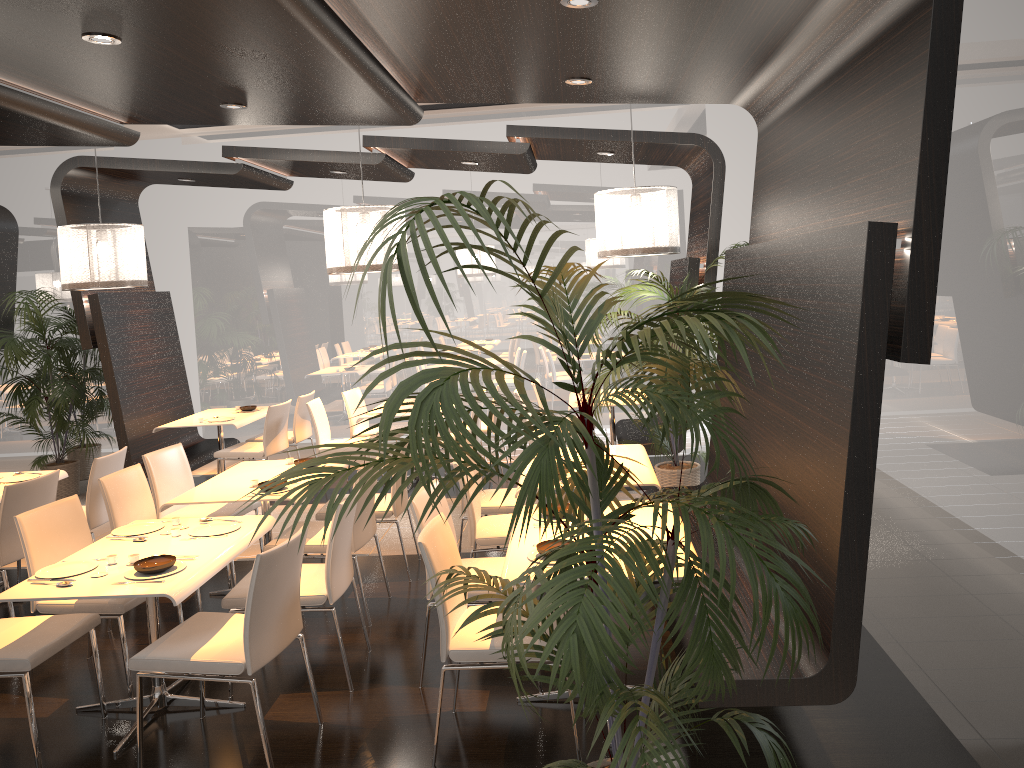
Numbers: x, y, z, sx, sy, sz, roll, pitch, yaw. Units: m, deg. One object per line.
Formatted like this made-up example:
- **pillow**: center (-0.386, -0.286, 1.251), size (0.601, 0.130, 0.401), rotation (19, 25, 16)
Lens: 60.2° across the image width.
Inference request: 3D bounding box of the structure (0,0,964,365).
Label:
- **structure**: center (-3.660, -0.836, 4.820), size (10.656, 1.731, 2.917), rotation (-3, 5, 4)

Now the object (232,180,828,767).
- **object**: center (0.207, 0.508, 2.496), size (1.511, 2.054, 1.561), rotation (-6, 5, -40)

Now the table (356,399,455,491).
- **table**: center (-0.943, 0.576, 8.455), size (0.800, 0.723, 1.153), rotation (-3, 5, 4)

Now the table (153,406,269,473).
- **table**: center (-2.823, 0.671, 8.608), size (0.800, 0.723, 1.153), rotation (-3, 5, 4)

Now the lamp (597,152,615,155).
- **lamp**: center (0.871, -2.155, 8.208), size (0.161, 0.055, 0.162), rotation (-4, 6, -1)

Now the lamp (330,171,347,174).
- **lamp**: center (-1.649, -2.026, 8.398), size (0.161, 0.055, 0.162), rotation (-4, 6, -1)

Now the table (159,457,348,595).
- **table**: center (-1.392, 0.937, 5.486), size (1.052, 0.723, 1.153), rotation (-3, 5, 4)

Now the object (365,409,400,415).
- **object**: center (-1.183, 0.246, 8.118), size (0.335, 0.038, 0.379), rotation (-4, 6, -2)

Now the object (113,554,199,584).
- **object**: center (-1.516, 0.758, 3.715), size (0.303, 0.044, 0.367), rotation (-3, 6, 3)

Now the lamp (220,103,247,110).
- **lamp**: center (-1.706, -1.716, 5.418), size (0.161, 0.050, 0.162), rotation (-2, 6, 10)

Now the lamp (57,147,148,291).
- **lamp**: center (-3.300, -1.721, 7.023), size (0.626, 1.925, 0.629), rotation (-2, 3, 32)

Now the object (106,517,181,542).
- **object**: center (-1.807, 0.709, 4.337), size (0.335, 0.038, 0.379), rotation (-4, 6, -2)

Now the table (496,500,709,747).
- **table**: center (0.397, 1.015, 3.842), size (0.800, 0.723, 1.153), rotation (-3, 5, 4)

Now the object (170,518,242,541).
- **object**: center (-1.494, 0.691, 4.331), size (0.335, 0.038, 0.378), rotation (-4, 6, -7)

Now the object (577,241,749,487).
- **object**: center (1.332, -0.046, 6.826), size (1.503, 2.054, 1.569), rotation (-2, 4, 18)

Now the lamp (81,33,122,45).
- **lamp**: center (-1.817, -1.540, 3.913), size (0.161, 0.050, 0.162), rotation (-2, 6, 10)

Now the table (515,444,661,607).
- **table**: center (0.471, 0.843, 5.331), size (0.800, 0.723, 1.153), rotation (-3, 5, 4)

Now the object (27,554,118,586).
- **object**: center (-1.851, 0.780, 3.725), size (0.335, 0.038, 0.379), rotation (-4, 6, -2)

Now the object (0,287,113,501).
- **object**: center (-4.492, 0.105, 8.571), size (1.561, 2.054, 1.511), rotation (-4, 4, -2)

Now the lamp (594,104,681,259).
- **lamp**: center (0.909, -1.936, 6.705), size (0.626, 1.925, 0.629), rotation (-2, 3, 36)

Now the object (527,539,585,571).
- **object**: center (0.210, 0.674, 3.545), size (0.303, 0.044, 0.367), rotation (-3, 6, 3)

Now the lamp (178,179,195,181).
- **lamp**: center (-3.133, -1.977, 8.509), size (0.160, 0.054, 0.161), rotation (-2, 6, 10)

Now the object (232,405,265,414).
- **object**: center (-2.667, 0.247, 8.875), size (0.303, 0.044, 0.367), rotation (-3, 6, 3)

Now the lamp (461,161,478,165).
- **lamp**: center (-0.399, -2.090, 8.304), size (0.161, 0.055, 0.162), rotation (-4, 6, -1)

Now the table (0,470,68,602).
- **table**: center (-3.512, 1.045, 5.642), size (0.800, 0.723, 1.153), rotation (-3, 5, 4)

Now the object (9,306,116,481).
- **object**: center (-4.632, -0.010, 9.668), size (1.510, 2.054, 1.562), rotation (-6, 4, -34)

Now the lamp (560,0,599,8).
- **lamp**: center (0.285, -1.639, 3.755), size (0.161, 0.050, 0.162), rotation (-2, 6, 10)

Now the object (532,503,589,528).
- **object**: center (0.243, 0.604, 4.151), size (0.303, 0.044, 0.367), rotation (-3, 6, 3)

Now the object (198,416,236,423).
- **object**: center (-2.769, 0.320, 8.308), size (0.335, 0.038, 0.378), rotation (-4, 6, -7)

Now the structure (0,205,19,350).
- **structure**: center (-8.210, -1.020, 8.911), size (5.930, 1.723, 1.408), rotation (-3, 4, 4)

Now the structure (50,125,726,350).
- **structure**: center (-1.080, -1.384, 8.373), size (5.930, 1.723, 1.408), rotation (-3, 4, 4)

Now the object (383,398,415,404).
- **object**: center (-1.110, 0.174, 8.722), size (0.335, 0.038, 0.379), rotation (-4, 6, -2)

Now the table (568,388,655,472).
- **table**: center (0.950, 0.480, 8.305), size (0.800, 0.723, 1.153), rotation (-3, 5, 4)

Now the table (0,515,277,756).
- **table**: center (-1.618, 1.117, 4.004), size (0.800, 0.723, 1.153), rotation (-3, 5, 4)

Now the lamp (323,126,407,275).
- **lamp**: center (-1.179, -1.830, 6.863), size (0.626, 1.925, 0.629), rotation (-2, 3, 32)

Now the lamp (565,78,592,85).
- **lamp**: center (0.396, -1.815, 5.259), size (0.161, 0.050, 0.162), rotation (-2, 6, 10)
